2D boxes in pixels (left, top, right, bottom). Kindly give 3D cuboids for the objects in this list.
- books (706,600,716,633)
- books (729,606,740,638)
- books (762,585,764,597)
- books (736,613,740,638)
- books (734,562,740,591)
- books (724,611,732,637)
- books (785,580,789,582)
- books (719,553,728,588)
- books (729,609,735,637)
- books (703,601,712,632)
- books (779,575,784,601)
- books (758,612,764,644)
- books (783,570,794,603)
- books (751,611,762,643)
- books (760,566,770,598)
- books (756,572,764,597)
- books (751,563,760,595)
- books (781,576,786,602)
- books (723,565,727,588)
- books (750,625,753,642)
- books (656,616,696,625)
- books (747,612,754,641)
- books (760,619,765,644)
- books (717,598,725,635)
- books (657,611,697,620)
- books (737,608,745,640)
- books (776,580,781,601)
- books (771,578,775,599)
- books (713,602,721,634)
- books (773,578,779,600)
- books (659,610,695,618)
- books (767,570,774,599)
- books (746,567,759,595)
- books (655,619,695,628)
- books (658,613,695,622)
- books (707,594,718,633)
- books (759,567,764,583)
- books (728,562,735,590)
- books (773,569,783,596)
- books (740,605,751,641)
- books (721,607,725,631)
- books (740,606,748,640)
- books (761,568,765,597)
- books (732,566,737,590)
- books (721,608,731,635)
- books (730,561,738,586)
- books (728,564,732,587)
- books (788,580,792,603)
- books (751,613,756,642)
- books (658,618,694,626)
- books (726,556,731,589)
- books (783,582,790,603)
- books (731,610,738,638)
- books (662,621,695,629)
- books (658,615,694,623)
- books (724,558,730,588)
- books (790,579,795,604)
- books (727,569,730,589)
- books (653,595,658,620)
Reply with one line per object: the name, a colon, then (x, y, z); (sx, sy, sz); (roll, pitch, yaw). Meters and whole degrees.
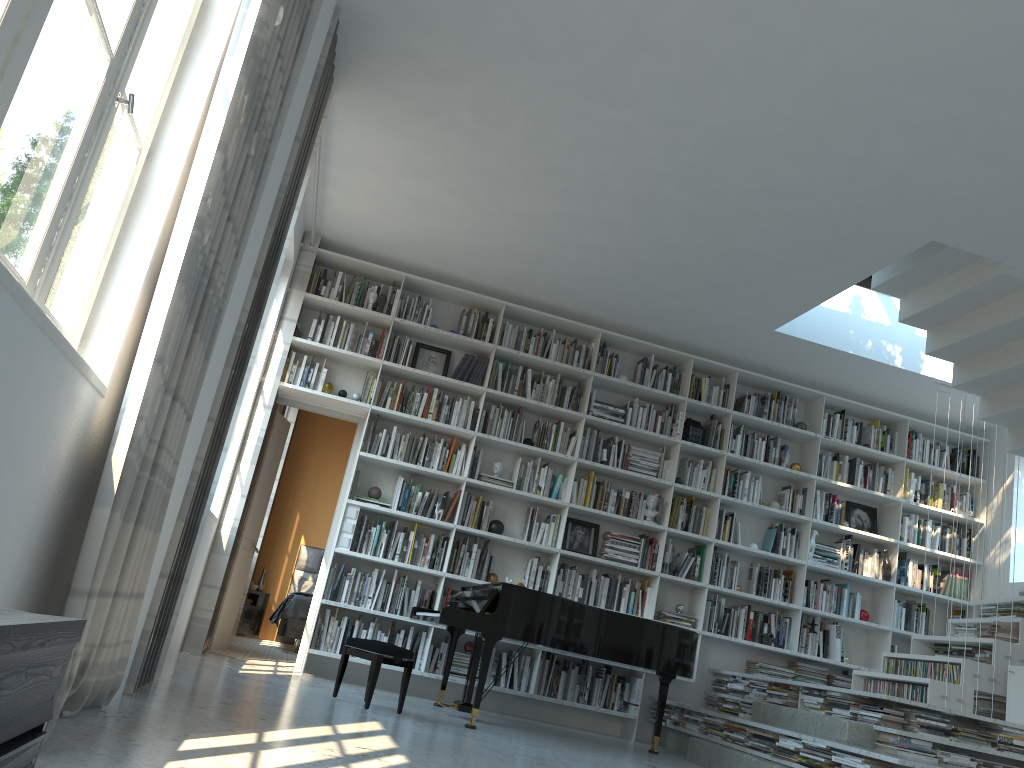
books: (1.594, 1.897, 7.226); (0.023, 0.261, 0.187); (15, -16, -10)
books: (1.814, 1.960, 7.288); (0.014, 0.267, 0.172); (15, -16, -10)
books: (2.073, 1.701, 7.436); (0.031, 0.208, 0.122); (15, -16, -10)
books: (1.821, 1.986, 7.289); (0.012, 0.220, 0.153); (15, -16, -10)
books: (1.832, 1.610, 7.375); (0.013, 0.250, 0.173); (15, -16, -10)
books: (1.748, 1.966, 7.266); (0.011, 0.216, 0.176); (15, -16, -10)
books: (2.274, 1.752, 7.456); (0.016, 0.204, 0.142); (15, -16, -10)
books: (1.720, 1.553, 7.346); (0.014, 0.296, 0.175); (15, -16, -10)
books: (1.766, 1.965, 7.281); (0.029, 0.234, 0.142); (15, -16, -10)
books: (1.572, 1.901, 7.241); (0.012, 0.253, 0.161); (15, -16, -10)
books: (2.213, 1.719, 7.434); (0.018, 0.229, 0.182); (15, -16, -10)
books: (2.011, 2.015, 7.324); (0.026, 0.262, 0.170); (15, -16, -10)
books: (2.311, 1.712, 7.457); (0.007, 0.294, 0.162); (15, -16, -10)
books: (1.989, 2.007, 7.313); (0.026, 0.261, 0.174); (15, -16, -10)
books: (2.107, 1.669, 7.438); (0.007, 0.284, 0.160); (15, -16, -10)
books: (2.037, 1.678, 7.397); (0.016, 0.215, 0.178); (15, -16, -10)
books: (2.023, 1.646, 7.431); (0.016, 0.289, 0.132); (15, -16, -10)
books: (2.244, 1.730, 7.452); (0.021, 0.231, 0.155); (15, -16, -10)
books: (1.726, 1.606, 7.353); (0.013, 0.202, 0.167); (15, -16, -10)
books: (1.940, 2.009, 7.310); (0.025, 0.237, 0.157); (15, -16, -10)
books: (1.313, 1.899, 7.117); (0.285, 0.012, 0.160); (14, -17, -7)
books: (1.918, 1.996, 7.293); (0.031, 0.243, 0.185); (15, -16, -10)
books: (2.029, 2.046, 7.323); (0.022, 0.210, 0.136); (15, -16, -10)
books: (1.668, 1.901, 7.244); (0.030, 0.293, 0.189); (15, -16, -10)
books: (1.320, 1.865, 7.129); (0.285, 0.012, 0.160); (14, -17, -6)
books: (1.845, 1.972, 7.281); (0.025, 0.252, 0.182); (15, -16, -10)
books: (2.186, 1.734, 7.421); (0.019, 0.182, 0.191); (15, -16, -10)
books: (2.133, 1.719, 7.405); (0.018, 0.181, 0.182); (15, -16, -10)
books: (1.639, 1.913, 7.235); (0.023, 0.255, 0.178); (15, -16, -10)
books: (2.171, 1.726, 7.423); (0.015, 0.194, 0.176); (15, -16, -10)
books: (1.323, 1.852, 7.126); (0.254, 0.012, 0.161); (12, -16, -2)
books: (2.122, 1.682, 7.411); (0.018, 0.250, 0.184); (15, -16, -10)
books: (2.006, 1.657, 7.411); (0.019, 0.251, 0.130); (15, -16, -10)
books: (1.307, 1.923, 7.115); (0.285, 0.012, 0.160); (14, -17, -5)
books: (1.319, 1.874, 7.117); (0.254, 0.012, 0.161); (15, -17, -10)
books: (1.615, 1.876, 7.237); (0.010, 0.315, 0.187); (15, -16, -10)
books: (2.053, 1.664, 7.420); (0.015, 0.261, 0.150); (15, -16, -10)
books: (1.791, 1.604, 7.364); (0.015, 0.237, 0.177); (15, -16, -10)
books: (2.206, 1.696, 7.438); (0.006, 0.273, 0.173); (15, -16, -10)
books: (1.903, 1.967, 7.293); (0.012, 0.292, 0.175); (15, -16, -10)
books: (1.683, 1.917, 7.254); (0.010, 0.276, 0.174); (15, -16, -10)
books: (1.885, 1.973, 7.311); (0.012, 0.284, 0.160); (15, -16, -10)
books: (2.064, 1.668, 7.421); (0.008, 0.258, 0.159); (15, -16, -10)
books: (1.802, 1.622, 7.359); (0.014, 0.207, 0.181); (15, -16, -10)
books: (1.713, 1.949, 7.260); (0.065, 0.230, 0.162); (15, -16, -10)
books: (1.820, 1.601, 7.374); (0.014, 0.260, 0.142); (15, -16, -10)
books: (1.776, 1.611, 7.369); (0.008, 0.222, 0.134); (15, -16, -10)
books: (2.290, 1.754, 7.450); (0.013, 0.203, 0.159); (15, -16, -10)
books: (1.961, 2.014, 7.321); (0.021, 0.242, 0.131); (15, -16, -10)
books: (1.310, 1.911, 7.115); (0.254, 0.012, 0.161); (13, -17, -4)
books: (1.764, 1.577, 7.374); (0.006, 0.284, 0.160); (15, -16, -10)
books: (2.263, 1.753, 7.424); (0.016, 0.180, 0.190); (15, -16, -10)
books: (1.791, 1.974, 7.281); (0.024, 0.227, 0.160); (15, -16, -10)
books: (1.306, 1.933, 7.107); (0.285, 0.012, 0.160); (14, -17, -7)
books: (1.315, 1.888, 7.124); (0.254, 0.012, 0.161); (14, -17, -5)
books: (1.747, 1.576, 7.353); (0.012, 0.266, 0.183); (15, -16, -10)
books: (2.329, 1.759, 7.474); (0.009, 0.223, 0.146); (15, -16, -10)
books: (1.762, 1.629, 7.360); (0.013, 0.178, 0.141); (15, -16, -10)
books: (1.126, 1.806, 7.162); (0.030, 0.210, 0.137); (15, -16, -10)
